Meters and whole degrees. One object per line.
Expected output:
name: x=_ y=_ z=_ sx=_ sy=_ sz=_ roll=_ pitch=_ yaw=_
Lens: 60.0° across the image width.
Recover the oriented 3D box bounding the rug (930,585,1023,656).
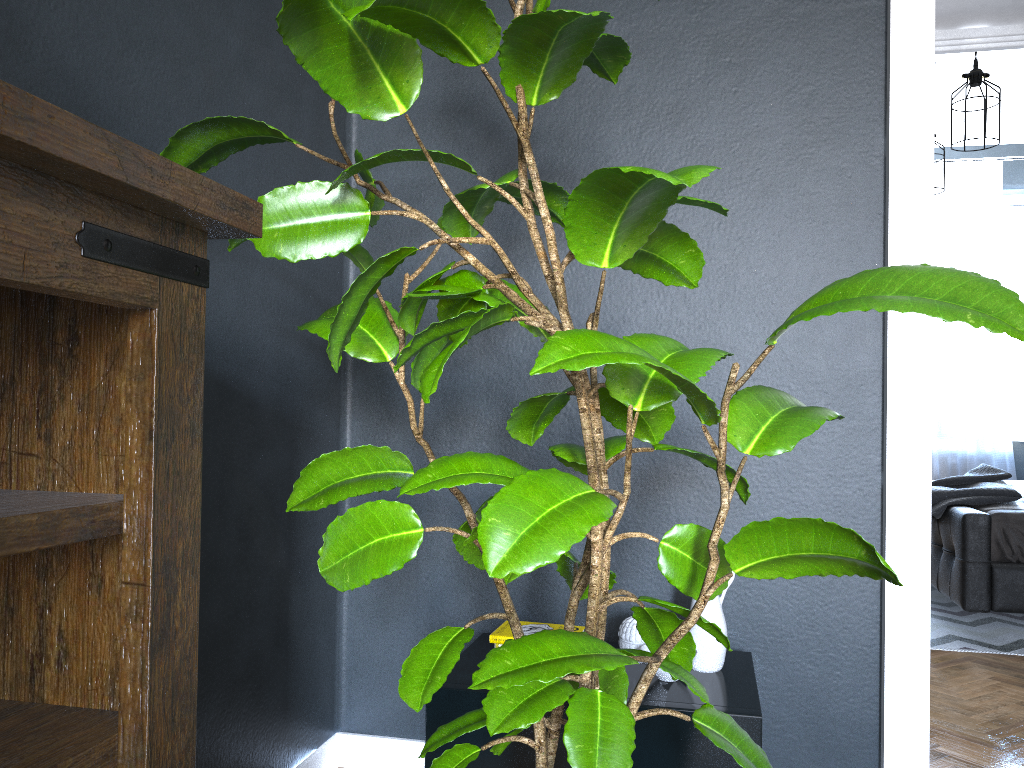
rug: x=2.612 y=1.130 z=4.471 sx=1.458 sy=0.013 sz=2.046 roll=0 pitch=-2 yaw=13

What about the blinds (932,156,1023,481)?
blinds: x=2.655 y=-0.205 z=6.440 sx=3.992 sy=2.788 sz=0.312 roll=1 pitch=-1 yaw=13

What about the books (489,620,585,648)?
books: x=0.063 y=0.585 z=1.991 sx=0.214 sy=0.066 sz=0.162 roll=1 pitch=-2 yaw=8

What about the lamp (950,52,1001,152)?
lamp: x=2.179 y=-1.504 z=4.166 sx=0.210 sy=0.769 sz=0.210 roll=0 pitch=-1 yaw=26

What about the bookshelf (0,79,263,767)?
bookshelf: x=-0.718 y=0.347 z=0.101 sx=0.451 sy=1.172 sz=1.919 roll=1 pitch=-2 yaw=13

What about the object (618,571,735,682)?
object: x=0.330 y=0.485 z=1.933 sx=0.229 sy=0.268 sz=0.228 roll=2 pitch=-2 yaw=-44

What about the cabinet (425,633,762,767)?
cabinet: x=0.191 y=0.812 z=1.924 sx=0.650 sy=0.390 sz=0.456 roll=1 pitch=-2 yaw=13

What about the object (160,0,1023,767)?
object: x=-0.016 y=0.038 z=1.246 sx=1.118 sy=1.898 sz=0.764 roll=1 pitch=-1 yaw=7

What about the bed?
bed: x=3.130 y=0.555 z=4.401 sx=2.375 sy=1.161 sz=2.266 roll=1 pitch=-2 yaw=13

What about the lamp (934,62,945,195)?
lamp: x=2.391 y=-1.480 z=5.130 sx=0.210 sy=0.747 sz=0.210 roll=0 pitch=-1 yaw=26
